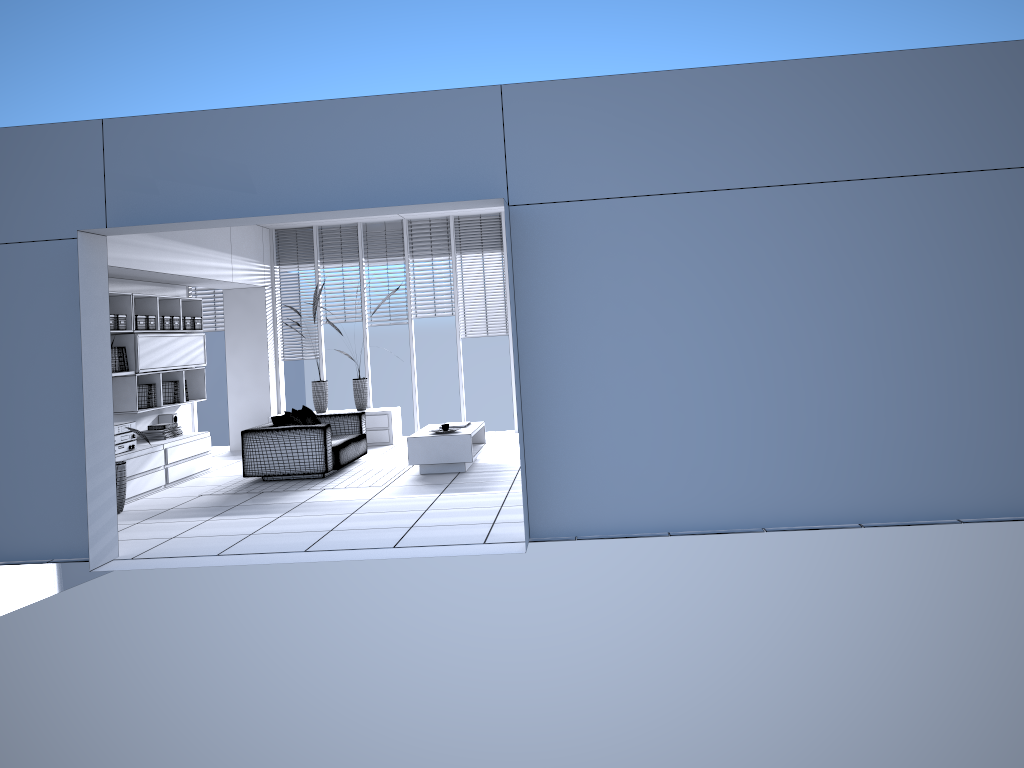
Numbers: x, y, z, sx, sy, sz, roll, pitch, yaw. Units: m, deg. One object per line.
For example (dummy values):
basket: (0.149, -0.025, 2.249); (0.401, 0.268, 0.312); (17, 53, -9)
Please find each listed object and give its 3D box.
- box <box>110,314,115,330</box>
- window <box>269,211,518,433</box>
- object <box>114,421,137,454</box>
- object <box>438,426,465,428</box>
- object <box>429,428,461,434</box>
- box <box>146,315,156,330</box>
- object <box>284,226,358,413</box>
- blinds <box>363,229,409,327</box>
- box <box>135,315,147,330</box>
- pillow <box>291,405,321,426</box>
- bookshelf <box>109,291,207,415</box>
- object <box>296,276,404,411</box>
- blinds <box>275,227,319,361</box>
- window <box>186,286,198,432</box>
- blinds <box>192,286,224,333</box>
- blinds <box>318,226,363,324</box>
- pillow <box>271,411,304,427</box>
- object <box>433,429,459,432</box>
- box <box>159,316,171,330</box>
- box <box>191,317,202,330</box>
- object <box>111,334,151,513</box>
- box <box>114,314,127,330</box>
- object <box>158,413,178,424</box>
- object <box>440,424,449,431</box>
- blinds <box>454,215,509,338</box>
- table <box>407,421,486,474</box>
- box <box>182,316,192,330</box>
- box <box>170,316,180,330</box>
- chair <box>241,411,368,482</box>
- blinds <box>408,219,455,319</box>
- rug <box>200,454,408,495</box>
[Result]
box: (-4.116, -0.606, 8.751); (0.280, 0.163, 0.174); (-3, 0, 5)
window: (-0.603, -0.826, 12.219); (5.498, 3.140, 0.099); (-3, -3, 5)
object: (-3.895, 0.528, 8.535); (0.347, 0.270, 0.430); (-4, 1, 5)
object: (-0.628, 0.451, 9.638); (0.285, 0.008, 0.415); (-3, 3, 6)
object: (-0.688, 0.486, 9.054); (0.328, 0.024, 0.330); (-1, 4, 34)
box: (-4.045, -0.658, 9.591); (0.280, 0.163, 0.174); (-3, 0, 5)
object: (-2.680, -1.112, 12.220); (1.421, 2.999, 0.494); (-5, -3, 33)
blinds: (-1.766, -1.503, 12.432); (0.636, 1.362, 0.057); (-4, -3, 5)
box: (-4.064, -0.644, 9.364); (0.281, 0.162, 0.212); (-3, 1, 5)
pillow: (-2.311, 0.443, 10.061); (0.300, 0.399, 0.566); (-4, 1, 2)
bookshelf: (-4.041, -0.332, 9.459); (0.327, 1.254, 2.818); (-4, 2, 5)
object: (-2.150, -0.561, 11.823); (1.551, 1.872, 0.689); (-4, -2, -1)
blinds: (-3.036, -1.282, 12.528); (0.636, 1.890, 0.057); (-4, -3, 5)
window: (-4.898, -0.576, 12.597); (0.688, 3.140, 0.099); (-4, -3, 5)
blinds: (-4.303, -1.440, 12.675); (0.636, 1.382, 0.038); (-4, -3, 5)
blinds: (-2.412, -1.547, 12.489); (0.636, 1.371, 0.051); (-4, -3, 5)
pillow: (-2.358, 0.501, 9.482); (0.340, 0.390, 0.567); (-4, 1, 2)
object: (-0.689, 0.480, 9.051); (0.218, 0.012, 0.214); (-6, 4, -39)
box: (-4.016, -0.680, 9.938); (0.280, 0.162, 0.179); (-3, 0, 5)
box: (-3.949, -0.729, 10.729); (0.280, 0.162, 0.216); (-3, 1, 5)
object: (-3.641, 0.341, 7.866); (1.170, 1.591, 0.250); (-4, -3, 37)
box: (-4.097, -0.620, 8.977); (0.280, 0.162, 0.179); (-3, 0, 5)
object: (-3.975, 0.464, 10.201); (0.177, 0.232, 0.119); (-4, -2, 5)
object: (-0.689, 0.449, 9.052); (0.096, 0.070, 0.084); (-4, 1, -14)
blinds: (-0.409, -1.504, 12.320); (0.714, 1.697, 0.047); (-4, -3, 5)
table: (-0.669, 0.675, 9.398); (0.650, 0.389, 1.201); (-3, 3, 5)
box: (-3.972, -0.712, 10.461); (0.280, 0.162, 0.179); (-3, 0, 5)
box: (-3.997, -0.693, 10.160); (0.280, 0.162, 0.179); (-3, 0, 5)
chair: (-2.207, 0.665, 9.745); (0.959, 0.553, 1.649); (-3, 3, 5)
blinds: (-1.130, -1.623, 12.387); (0.636, 1.382, 0.038); (-4, -3, 5)
rug: (-2.029, 0.946, 9.510); (1.797, 0.001, 2.233); (-3, 3, 5)
